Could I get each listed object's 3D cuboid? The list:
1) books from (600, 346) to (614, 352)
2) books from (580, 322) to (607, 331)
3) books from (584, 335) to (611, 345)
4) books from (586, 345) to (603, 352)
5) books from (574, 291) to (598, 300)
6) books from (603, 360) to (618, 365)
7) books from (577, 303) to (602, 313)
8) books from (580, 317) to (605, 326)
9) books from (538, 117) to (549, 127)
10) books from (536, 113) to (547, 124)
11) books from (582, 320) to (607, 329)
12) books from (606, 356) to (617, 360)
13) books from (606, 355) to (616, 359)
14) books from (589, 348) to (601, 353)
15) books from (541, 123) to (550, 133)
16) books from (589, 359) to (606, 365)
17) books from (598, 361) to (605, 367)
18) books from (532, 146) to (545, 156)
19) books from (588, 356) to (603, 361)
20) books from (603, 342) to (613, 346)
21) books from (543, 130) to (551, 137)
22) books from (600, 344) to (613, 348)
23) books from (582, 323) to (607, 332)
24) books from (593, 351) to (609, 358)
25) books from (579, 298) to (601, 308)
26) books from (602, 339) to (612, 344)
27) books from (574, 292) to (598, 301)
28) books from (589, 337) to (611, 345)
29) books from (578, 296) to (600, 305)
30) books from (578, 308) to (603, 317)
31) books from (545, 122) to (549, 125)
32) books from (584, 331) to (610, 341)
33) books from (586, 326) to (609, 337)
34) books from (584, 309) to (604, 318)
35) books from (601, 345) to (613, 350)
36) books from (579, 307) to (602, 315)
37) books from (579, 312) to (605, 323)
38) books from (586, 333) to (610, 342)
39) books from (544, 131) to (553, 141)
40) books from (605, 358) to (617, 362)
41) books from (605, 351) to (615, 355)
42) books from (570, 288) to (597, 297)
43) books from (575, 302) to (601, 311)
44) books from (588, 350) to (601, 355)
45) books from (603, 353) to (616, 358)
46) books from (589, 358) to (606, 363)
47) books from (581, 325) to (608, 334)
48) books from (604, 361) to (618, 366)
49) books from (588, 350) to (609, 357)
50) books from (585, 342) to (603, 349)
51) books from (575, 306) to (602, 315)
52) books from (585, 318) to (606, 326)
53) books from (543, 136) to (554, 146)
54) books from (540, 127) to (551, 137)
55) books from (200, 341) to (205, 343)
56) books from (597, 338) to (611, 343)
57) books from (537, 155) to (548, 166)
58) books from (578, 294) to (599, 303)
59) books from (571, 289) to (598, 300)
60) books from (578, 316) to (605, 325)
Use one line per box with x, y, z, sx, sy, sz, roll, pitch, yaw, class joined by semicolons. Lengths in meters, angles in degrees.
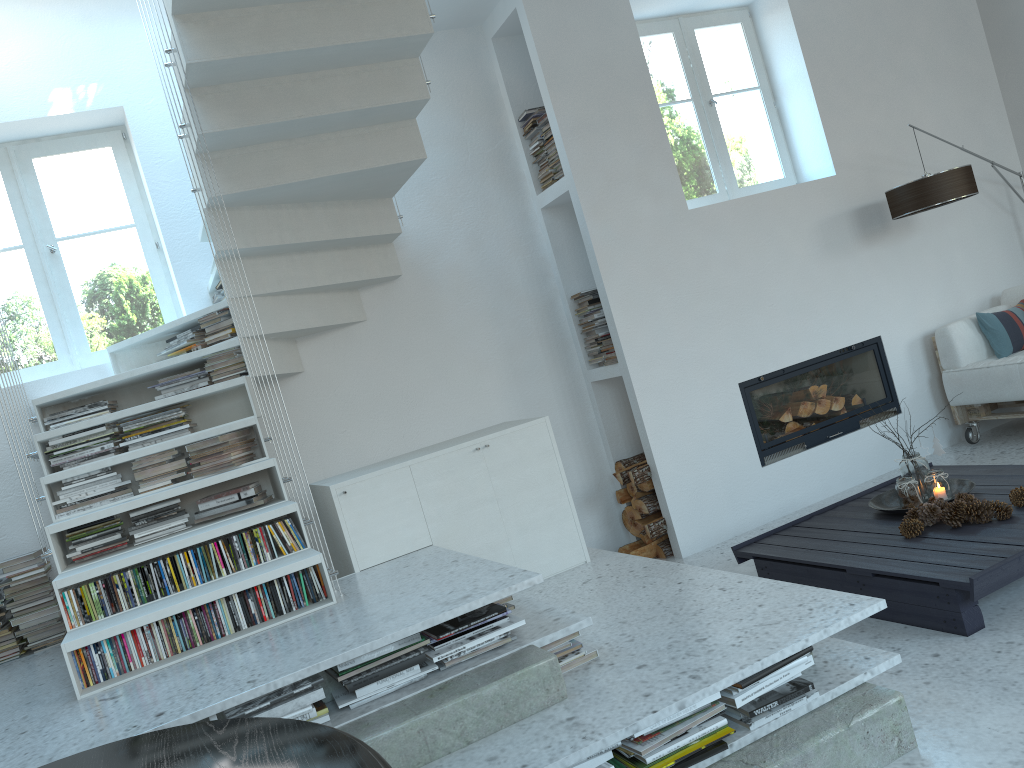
0.625;-0.222;4.973;0.219;0.013;0.157;-17;1;-24;books
0.558;-0.358;5.161;0.289;0.005;0.169;-17;1;-18;books
0.575;-0.281;5.166;0.281;0.016;0.162;-17;1;-18;books
0.588;-0.238;5.166;0.282;0.010;0.169;-17;1;-19;books
0.498;-0.532;5.177;0.254;0.010;0.138;-17;1;-23;books
0.644;-0.151;4.979;0.224;0.010;0.162;-17;1;-25;books
0.522;-0.461;5.171;0.263;0.017;0.156;-17;1;-21;books
0.543;-0.385;5.178;0.290;0.005;0.126;-17;1;-27;books
0.283;-1.483;4.937;0.246;0.009;0.145;-17;1;-20;books
0.278;-1.498;4.935;0.254;0.024;0.139;-17;1;-25;books
0.552;-0.366;5.170;0.253;0.012;0.161;-17;1;-24;books
0.644;-0.170;4.967;0.209;0.007;0.131;-17;1;-17;books
0.645;-0.178;4.958;0.215;0.007;0.131;-17;1;-22;books
0.585;-0.225;5.184;0.242;0.012;0.137;-17;1;-20;books
0.299;-1.444;4.928;0.258;0.024;0.113;-17;1;-26;books
0.604;-0.161;5.185;0.293;0.008;0.132;-17;1;-19;books
0.612;-0.143;5.179;0.179;0.029;0.152;-17;1;-19;books
0.265;-1.370;5.133;0.249;0.006;0.189;-17;1;-24;books
0.606;-0.182;5.165;0.291;0.007;0.174;-17;1;-25;books
0.618;-0.247;4.972;0.180;0.010;0.153;-17;1;-18;books
0.302;-1.420;4.936;0.230;0.008;0.135;-17;1;-25;books
0.628;-0.243;4.951;0.264;0.005;0.115;-17;1;-23;books
0.553;-0.349;5.179;0.266;0.010;0.145;-17;1;-23;books
0.604;-0.196;5.160;0.215;0.019;0.185;-17;1;-18;books
0.514;-0.488;5.170;0.217;0.025;0.141;-17;1;-17;books
0.614;-0.260;4.972;0.173;0.017;0.153;-17;1;-18;books
0.511;-0.527;5.149;0.262;0.006;0.185;-17;1;-26;books
0.573;-0.266;5.182;0.206;0.012;0.148;-17;1;-22;books
0.517;-0.505;5.153;0.224;0.005;0.193;-17;1;-23;books
0.527;-0.436;5.178;0.269;0.009;0.132;-17;1;-19;books
0.288;-1.466;4.937;0.167;0.025;0.138;-17;1;-27;books
0.571;-0.303;5.160;0.263;0.016;0.192;-17;1;-22;books
0.559;-0.323;5.174;0.222;0.028;0.141;-17;1;-17;books
0.540;-0.426;5.155;0.189;0.016;0.183;-17;1;-27;books
0.625;-0.234;4.966;0.225;0.011;0.142;-17;1;-20;books
0.529;-0.444;5.167;0.254;0.006;0.161;-17;1;-20;books
0.546;-0.408;5.154;0.262;0.023;0.200;-17;1;-22;books
0.576;-0.292;5.156;0.253;0.007;0.189;-17;1;-25;books
0.298;-1.405;4.934;0.214;0.021;0.141;-17;1;-20;books
0.643;-0.161;4.975;0.201;0.010;0.154;-17;1;-19;books
0.637;-0.200;4.960;0.207;0.009;0.122;-17;1;-18;books
0.499;-0.553;5.159;0.289;0.008;0.160;-17;1;-18;books
0.521;-0.473;5.166;0.284;0.008;0.159;-17;1;-24;books
0.595;-0.216;5.167;0.285;0.012;0.159;-17;1;-17;books
0.636;-0.187;4.972;0.211;0.016;0.153;-17;1;-20;books
0.606;-0.172;5.171;0.289;0.013;0.157;-17;1;-26;books
0.555;-0.340;5.171;0.284;0.008;0.159;-17;1;-21;books
0.649;-0.142;4.975;0.231;0.011;0.159;-17;1;-21;books
0.597;-0.207;5.167;0.285;0.006;0.159;-17;1;-17;books
0.580;-0.255;5.174;0.284;0.012;0.159;-17;1;-23;books
0.522;-0.449;5.180;0.294;0.007;0.135;-17;1;-23;books
0.552;-0.378;5.160;0.205;0.012;0.183;-17;1;-20;books
0.302;-1.376;4.945;0.218;0.012;0.159;-17;1;-19;books
0.294;-1.426;4.950;0.236;0.008;0.170;-17;1;-24;books
-1.483;-0.186;4.253;0.264;0.007;0.133;-16;1;37;books
0.614;-0.272;4.964;0.252;0.006;0.141;-17;1;-20;books
0.279;-1.315;5.134;0.236;0.015;0.150;-17;1;-19;books
0.510;-0.515;5.162;0.202;0.018;0.159;-17;1;-27;books
0.496;-0.543;5.174;0.295;0.011;0.137;-17;1;-20;books
0.542;-0.391;5.175;0.295;0.007;0.146;-17;1;-20;books
